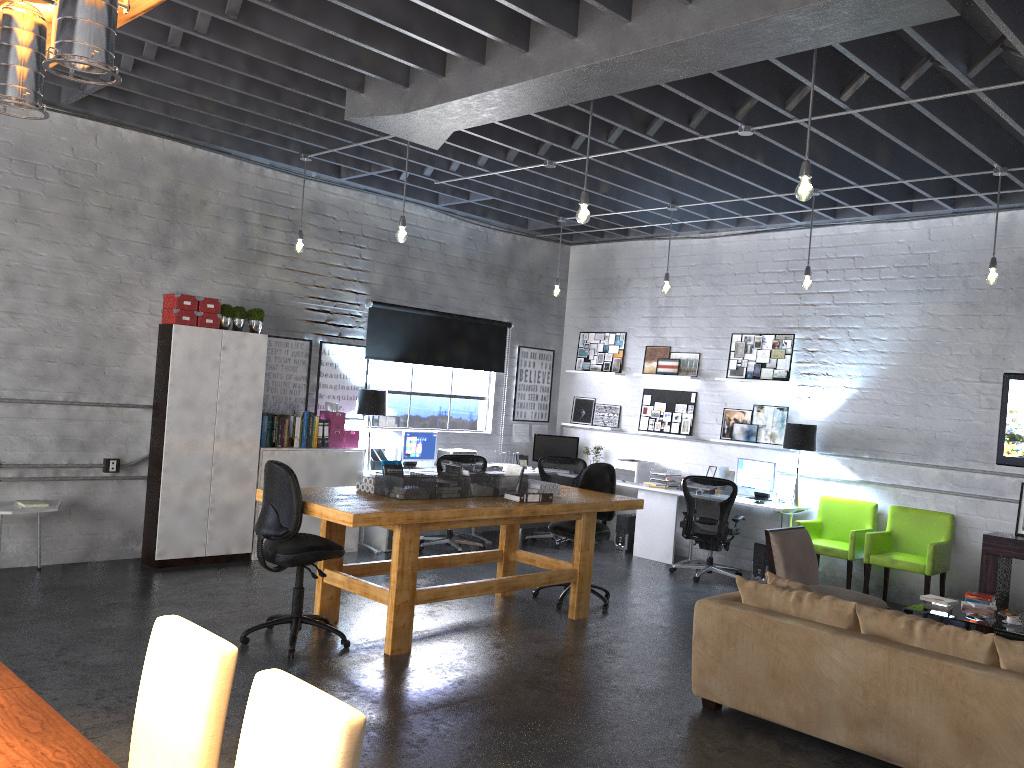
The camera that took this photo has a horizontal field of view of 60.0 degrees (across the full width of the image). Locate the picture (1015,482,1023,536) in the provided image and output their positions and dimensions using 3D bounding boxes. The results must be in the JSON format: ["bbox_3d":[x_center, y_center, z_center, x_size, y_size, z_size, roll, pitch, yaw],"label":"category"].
[{"bbox_3d":[4.483,1.083,7.550,0.308,0.457,0.092,5,0,45],"label":"picture"}]

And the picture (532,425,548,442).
[{"bbox_3d":[0.362,0.635,11.300,0.036,0.221,0.289,5,0,45],"label":"picture"}]

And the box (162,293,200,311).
[{"bbox_3d":[-2.824,-0.693,7.554,0.270,0.131,0.206,4,0,45],"label":"box"}]

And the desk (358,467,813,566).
[{"bbox_3d":[0.610,1.449,9.111,3.572,0.785,3.301,4,-1,45],"label":"desk"}]

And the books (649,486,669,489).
[{"bbox_3d":[1.617,1.134,9.771,0.211,0.014,0.148,4,-1,9],"label":"books"}]

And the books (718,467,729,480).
[{"bbox_3d":[2.275,1.040,9.532,0.043,0.296,0.210,5,0,45],"label":"books"}]

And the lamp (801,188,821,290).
[{"bbox_3d":[2.608,-1.260,7.750,0.104,0.878,0.104,5,1,45],"label":"lamp"}]

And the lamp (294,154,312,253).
[{"bbox_3d":[-1.879,-1.614,7.952,0.104,0.878,0.104,5,1,45],"label":"lamp"}]

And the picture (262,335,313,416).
[{"bbox_3d":[-2.239,-0.070,8.644,0.020,0.780,0.607,5,0,45],"label":"picture"}]

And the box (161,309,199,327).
[{"bbox_3d":[-2.834,-0.564,7.555,0.270,0.131,0.206,4,0,45],"label":"box"}]

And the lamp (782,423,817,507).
[{"bbox_3d":[2.876,0.815,8.911,0.333,0.832,0.333,5,0,6],"label":"lamp"}]

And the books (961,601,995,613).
[{"bbox_3d":[3.644,1.745,6.939,0.223,0.032,0.161,4,-1,25],"label":"books"}]

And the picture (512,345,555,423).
[{"bbox_3d":[0.278,0.012,11.173,0.020,0.935,0.659,5,0,45],"label":"picture"}]

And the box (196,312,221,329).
[{"bbox_3d":[-2.687,-0.551,7.703,0.270,0.131,0.206,4,0,45],"label":"box"}]

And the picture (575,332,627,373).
[{"bbox_3d":[1.098,-0.398,11.046,0.749,0.503,0.058,4,0,45],"label":"picture"}]

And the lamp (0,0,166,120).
[{"bbox_3d":[-1.106,-1.445,1.908,2.128,1.841,0.367,4,0,45],"label":"lamp"}]

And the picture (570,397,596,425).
[{"bbox_3d":[0.896,0.338,11.204,0.355,0.343,0.042,4,0,45],"label":"picture"}]

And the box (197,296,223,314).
[{"bbox_3d":[-2.678,-0.681,7.703,0.268,0.133,0.206,4,0,45],"label":"box"}]

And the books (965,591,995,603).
[{"bbox_3d":[3.656,1.660,6.921,0.185,0.041,0.129,4,-1,39],"label":"books"}]

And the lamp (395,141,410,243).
[{"bbox_3d":[-0.832,-1.541,6.908,0.104,0.878,0.104,5,1,45],"label":"lamp"}]

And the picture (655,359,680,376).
[{"bbox_3d":[1.809,-0.195,10.311,0.310,0.196,0.029,4,0,45],"label":"picture"}]

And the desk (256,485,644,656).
[{"bbox_3d":[-0.357,1.277,6.543,1.114,0.926,2.834,4,0,45],"label":"desk"}]

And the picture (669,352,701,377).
[{"bbox_3d":[1.969,-0.224,10.177,0.409,0.277,0.036,4,0,45],"label":"picture"}]

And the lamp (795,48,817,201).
[{"bbox_3d":[1.532,-1.377,4.553,0.104,0.878,0.104,5,0,-1],"label":"lamp"}]

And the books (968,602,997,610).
[{"bbox_3d":[3.662,1.718,6.916,0.161,0.026,0.223,4,-1,14],"label":"books"}]

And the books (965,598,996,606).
[{"bbox_3d":[3.660,1.693,6.926,0.208,0.024,0.144,4,-1,30],"label":"books"}]

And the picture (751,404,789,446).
[{"bbox_3d":[2.718,0.432,9.386,0.409,0.408,0.047,4,0,45],"label":"picture"}]

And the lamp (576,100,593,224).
[{"bbox_3d":[0.480,-1.450,5.601,0.104,0.878,0.104,5,1,45],"label":"lamp"}]

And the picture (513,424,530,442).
[{"bbox_3d":[0.118,0.613,11.053,0.036,0.221,0.289,5,0,45],"label":"picture"}]

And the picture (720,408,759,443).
[{"bbox_3d":[2.472,0.446,9.618,0.451,0.345,0.054,4,0,45],"label":"picture"}]

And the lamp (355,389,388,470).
[{"bbox_3d":[-1.469,0.474,9.172,0.333,0.832,0.333,5,0,6],"label":"lamp"}]

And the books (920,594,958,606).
[{"bbox_3d":[3.309,1.675,6.874,0.161,0.027,0.223,5,-1,-36],"label":"books"}]

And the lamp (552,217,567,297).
[{"bbox_3d":[0.524,-1.405,9.827,0.104,0.878,0.104,5,1,45],"label":"lamp"}]

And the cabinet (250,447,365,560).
[{"bbox_3d":[-2.069,1.114,8.601,0.465,1.021,1.152,5,0,45],"label":"cabinet"}]

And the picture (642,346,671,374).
[{"bbox_3d":[1.701,-0.275,10.449,0.355,0.343,0.042,4,0,45],"label":"picture"}]

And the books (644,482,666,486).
[{"bbox_3d":[1.579,1.103,9.790,0.148,0.014,0.211,5,-1,-30],"label":"books"}]

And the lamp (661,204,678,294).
[{"bbox_3d":[1.560,-1.333,8.795,0.104,0.878,0.104,5,1,45],"label":"lamp"}]

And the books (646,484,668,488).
[{"bbox_3d":[1.598,1.119,9.774,0.211,0.014,0.148,4,-1,20],"label":"books"}]

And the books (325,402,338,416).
[{"bbox_3d":[-1.785,0.314,8.777,0.192,0.267,0.060,5,0,45],"label":"books"}]

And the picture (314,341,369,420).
[{"bbox_3d":[-1.745,-0.026,9.142,0.020,0.780,0.607,5,0,45],"label":"picture"}]

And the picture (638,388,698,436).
[{"bbox_3d":[1.800,0.320,10.298,0.749,0.503,0.058,4,0,45],"label":"picture"}]

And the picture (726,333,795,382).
[{"bbox_3d":[2.652,-0.290,9.496,0.749,0.503,0.058,4,0,45],"label":"picture"}]

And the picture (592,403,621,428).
[{"bbox_3d":[1.164,0.390,10.931,0.409,0.277,0.036,4,0,45],"label":"picture"}]

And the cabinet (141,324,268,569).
[{"bbox_3d":[-2.688,0.542,7.792,0.291,2.047,0.873,5,0,45],"label":"cabinet"}]

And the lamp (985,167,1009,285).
[{"bbox_3d":[3.660,-1.187,6.702,0.104,0.878,0.104,5,0,-1],"label":"lamp"}]

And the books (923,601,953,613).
[{"bbox_3d":[3.296,1.710,6.853,0.174,0.045,0.240,4,-1,34],"label":"books"}]
